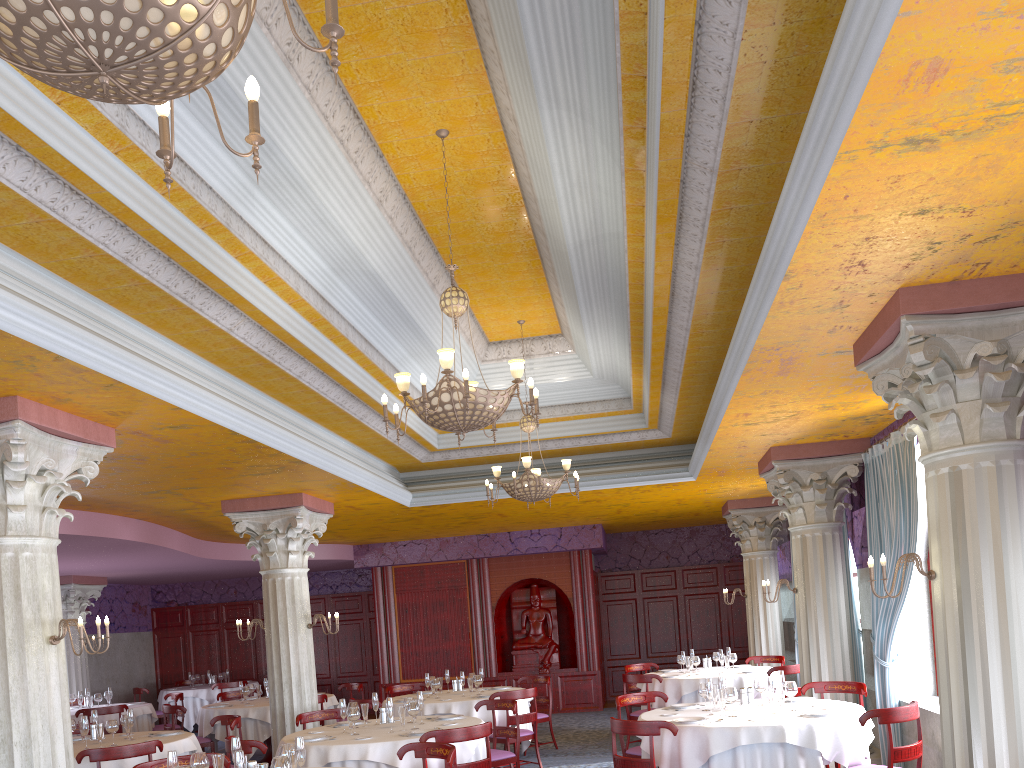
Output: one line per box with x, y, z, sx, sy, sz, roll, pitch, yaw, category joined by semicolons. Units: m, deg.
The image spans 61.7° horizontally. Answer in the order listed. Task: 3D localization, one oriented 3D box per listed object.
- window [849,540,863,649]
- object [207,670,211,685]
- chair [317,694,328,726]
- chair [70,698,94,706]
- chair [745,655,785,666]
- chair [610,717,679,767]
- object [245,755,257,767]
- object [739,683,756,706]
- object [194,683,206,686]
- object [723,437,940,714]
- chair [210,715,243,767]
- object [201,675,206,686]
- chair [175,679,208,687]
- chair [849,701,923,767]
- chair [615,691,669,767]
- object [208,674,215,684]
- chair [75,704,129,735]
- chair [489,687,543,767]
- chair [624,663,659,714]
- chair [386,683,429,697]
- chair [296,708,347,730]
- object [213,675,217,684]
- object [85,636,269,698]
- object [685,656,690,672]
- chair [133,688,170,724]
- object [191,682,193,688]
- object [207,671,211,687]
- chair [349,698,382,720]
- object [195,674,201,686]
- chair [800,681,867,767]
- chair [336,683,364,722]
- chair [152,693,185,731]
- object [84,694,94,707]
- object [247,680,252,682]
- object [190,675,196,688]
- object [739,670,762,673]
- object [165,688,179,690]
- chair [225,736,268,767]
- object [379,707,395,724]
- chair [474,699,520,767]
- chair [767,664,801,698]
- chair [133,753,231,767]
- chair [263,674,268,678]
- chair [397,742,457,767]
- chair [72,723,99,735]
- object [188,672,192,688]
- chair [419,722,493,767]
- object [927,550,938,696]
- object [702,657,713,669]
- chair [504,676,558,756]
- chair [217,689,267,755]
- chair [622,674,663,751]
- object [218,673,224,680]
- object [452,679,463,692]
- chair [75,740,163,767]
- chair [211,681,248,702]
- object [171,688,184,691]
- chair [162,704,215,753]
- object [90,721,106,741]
4.981;2.834;12.107;0.160;2.498;3.664;-4;-10;7;window
-6.648;6.444;18.802;0.074;0.332;0.074;-4;-1;-1;object
-2.965;4.952;12.114;0.746;1.078;0.659;0;-6;-37;chair
-7.650;6.063;14.950;0.746;1.078;0.659;0;-6;-37;chair
3.874;4.767;13.253;0.644;1.078;0.765;-1;-6;-37;chair
1.197;3.275;7.065;0.644;1.078;0.765;-1;-6;-37;chair
-1.703;2.485;5.503;0.144;0.209;0.073;-3;-2;-12;object
2.160;2.852;7.877;0.144;0.209;0.073;-3;-2;-12;object
-6.967;6.689;19.053;0.312;0.024;0.325;-1;-15;-12;object
3.206;1.230;4.824;2.099;3.517;30.028;-5;-15;7;object
-3.341;4.297;9.610;0.644;1.078;0.765;-1;-6;-37;chair
-6.743;6.477;18.719;0.085;0.235;0.087;-4;-2;-12;object
-7.201;7.249;19.422;0.746;1.078;0.659;0;-6;-37;chair
2.905;3.082;6.807;0.746;1.078;0.659;0;-6;-37;chair
1.454;3.723;8.778;0.746;1.078;0.659;0;-6;-37;chair
-6.495;6.378;18.521;0.144;0.209;0.073;-3;-2;-12;object
-6.199;5.421;12.979;0.746;1.078;0.659;0;-6;-37;chair
-0.010;4.364;10.742;0.746;1.078;0.659;0;-6;-37;chair
2.165;4.961;13.510;0.746;1.078;0.659;0;-6;-37;chair
-1.461;5.006;12.713;0.746;1.078;0.659;0;-6;-37;chair
-1.955;4.148;9.431;0.746;1.078;0.659;0;-6;-37;chair
-6.291;6.291;18.159;0.085;0.235;0.087;-4;-2;-12;object
-5.894;4.863;14.921;5.788;1.173;0.352;-15;-8;36;object
2.623;4.189;12.807;0.085;0.235;0.087;-4;-2;-12;object
-7.459;6.801;17.709;0.644;1.078;0.765;-1;-6;-37;chair
-6.796;6.343;18.212;0.085;0.235;0.087;-4;-2;-12;object
-6.393;6.227;18.076;0.074;0.332;0.074;-4;-1;-1;object
-1.719;4.558;11.000;0.644;1.078;0.765;-1;-6;-37;chair
-6.847;6.456;18.664;0.124;0.261;0.122;-7;-4;44;object
3.163;3.530;8.520;0.644;1.078;0.765;-1;-6;-37;chair
-2.708;5.400;13.827;0.644;1.078;0.765;-1;-6;-37;chair
-5.942;5.869;14.692;0.644;1.078;0.765;-1;-6;-37;chair
-6.944;5.192;14.049;0.144;0.209;0.073;-3;-2;-12;object
-5.896;6.569;18.897;0.312;0.024;0.325;-1;-15;-12;object
-6.742;6.297;18.109;0.124;0.261;0.122;-7;-4;44;object
3.314;4.001;11.912;0.314;0.024;0.323;-6;-15;8;object
-7.122;6.408;17.980;0.312;0.024;0.325;-1;-15;-12;object
-2.212;3.700;7.718;0.644;1.078;0.765;-1;-6;-37;chair
-1.248;3.277;8.530;0.144;0.209;0.073;-3;-2;-12;object
-0.246;3.954;9.173;0.644;1.078;0.765;-1;-6;-37;chair
3.616;4.319;11.539;0.746;1.078;0.659;0;-6;-37;chair
-2.409;3.356;6.404;0.746;1.078;0.659;0;-6;-37;chair
-5.493;7.055;19.165;0.644;1.078;0.765;-1;-6;-37;chair
-0.701;3.163;6.147;0.644;1.078;0.765;-1;-6;-37;chair
-5.050;4.491;9.868;0.746;1.078;0.659;0;-6;-37;chair
-6.883;6.327;18.311;0.074;0.332;0.074;-4;-1;-1;object
-0.503;3.506;7.460;0.746;1.078;0.659;0;-6;-37;chair
4.273;1.603;7.401;0.160;2.498;3.664;-4;-10;7;object
2.871;4.090;12.609;0.144;0.209;0.073;-3;-2;-12;object
0.247;4.812;12.455;0.644;1.078;0.765;-1;-6;-37;chair
-4.416;5.594;14.085;0.746;1.078;0.659;0;-6;-37;chair
1.908;4.513;11.797;0.644;1.078;0.765;-1;-6;-37;chair
-6.189;6.286;18.214;0.123;0.261;0.123;-5;-3;22;object
-0.755;4.135;11.812;0.144;0.209;0.073;-3;-2;-12;object
-3.599;3.849;7.897;0.746;1.078;0.659;0;-6;-37;chair
-5.750;6.607;17.451;0.746;1.078;0.659;0;-6;-37;chair
-6.970;6.359;17.833;0.257;0.019;0.056;6;-17;-32;object
-4.674;5.146;12.372;0.644;1.078;0.765;-1;-6;-37;chair
-4.344;3.620;8.967;0.144;0.209;0.073;-3;-2;-12;object
